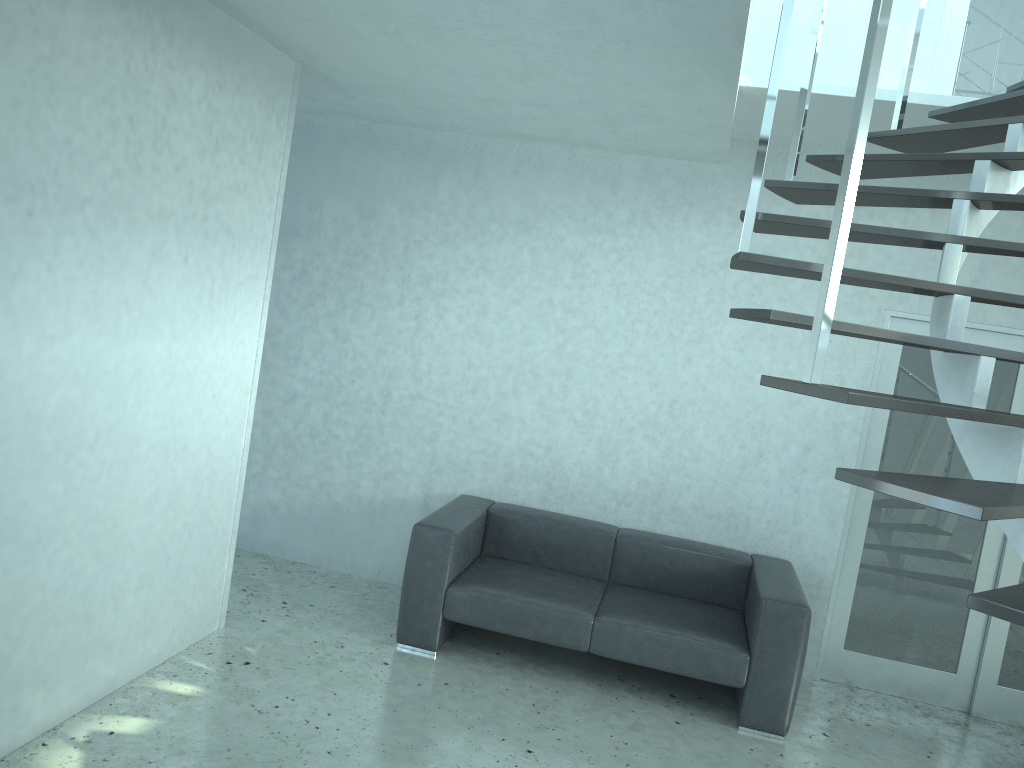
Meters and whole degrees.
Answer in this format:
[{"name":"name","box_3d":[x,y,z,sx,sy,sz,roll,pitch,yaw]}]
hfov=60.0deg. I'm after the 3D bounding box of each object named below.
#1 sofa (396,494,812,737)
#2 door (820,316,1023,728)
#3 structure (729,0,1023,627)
[{"name":"sofa","box_3d":[0.492,1.159,4.788,2.025,0.652,0.943,10,5,11]},{"name":"door","box_3d":[3.355,0.519,5.158,2.576,3.200,1.162,6,5,-31]},{"name":"structure","box_3d":[1.989,-0.211,2.971,2.655,4.156,3.780,10,5,11]}]
